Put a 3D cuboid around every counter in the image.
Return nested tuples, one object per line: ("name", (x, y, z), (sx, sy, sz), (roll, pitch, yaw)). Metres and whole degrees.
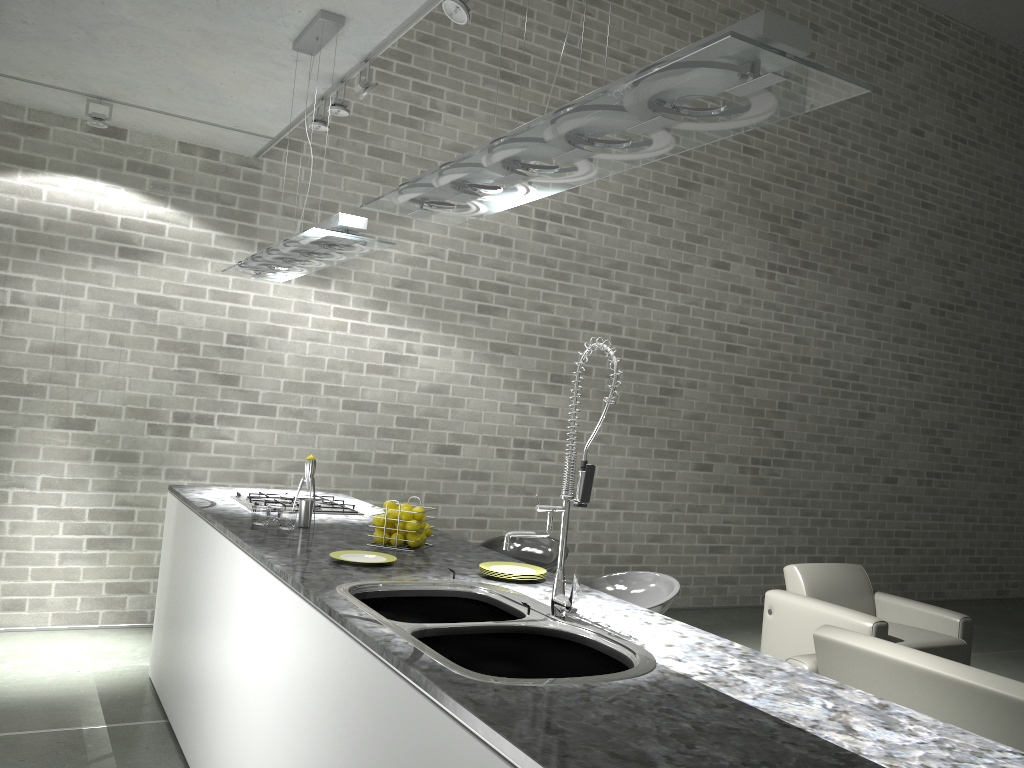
("counter", (-0.336, 1.070, 2.822), (0.900, 0.960, 4.400), (6, -2, -29))

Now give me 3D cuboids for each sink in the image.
("sink", (-0.043, 0.363, 2.214), (0.546, 1.023, 0.987), (6, -2, -29))

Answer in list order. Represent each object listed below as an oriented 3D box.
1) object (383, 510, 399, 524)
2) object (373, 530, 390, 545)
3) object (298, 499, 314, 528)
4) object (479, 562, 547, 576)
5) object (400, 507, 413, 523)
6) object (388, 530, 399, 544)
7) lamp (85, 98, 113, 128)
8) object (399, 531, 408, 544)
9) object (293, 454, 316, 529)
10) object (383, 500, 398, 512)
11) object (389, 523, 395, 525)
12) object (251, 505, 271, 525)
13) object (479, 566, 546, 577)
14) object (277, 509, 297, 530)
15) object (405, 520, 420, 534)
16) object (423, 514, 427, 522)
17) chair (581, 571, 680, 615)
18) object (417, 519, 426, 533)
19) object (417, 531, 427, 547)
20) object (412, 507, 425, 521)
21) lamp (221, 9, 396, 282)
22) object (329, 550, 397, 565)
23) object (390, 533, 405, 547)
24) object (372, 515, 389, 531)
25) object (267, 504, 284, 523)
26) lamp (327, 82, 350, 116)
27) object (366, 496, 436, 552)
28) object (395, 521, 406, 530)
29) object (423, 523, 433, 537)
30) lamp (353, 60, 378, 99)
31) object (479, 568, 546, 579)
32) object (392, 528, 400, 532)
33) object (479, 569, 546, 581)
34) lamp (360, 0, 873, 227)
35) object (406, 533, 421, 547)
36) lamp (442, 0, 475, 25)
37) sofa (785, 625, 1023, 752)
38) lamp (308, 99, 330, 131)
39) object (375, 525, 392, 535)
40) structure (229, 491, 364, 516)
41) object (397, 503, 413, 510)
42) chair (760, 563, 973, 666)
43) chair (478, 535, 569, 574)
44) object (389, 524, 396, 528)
("object", (-0.435, 0.481, 3.217), (0.063, 0.051, 0.053), (5, -2, 6))
("object", (-0.474, 0.557, 3.220), (0.061, 0.053, 0.053), (5, -2, 6))
("object", (-0.818, 0.513, 3.516), (0.060, 0.106, 0.060), (7, -2, -36))
("object", (0.002, 0.597, 2.841), (0.217, 0.017, 0.216), (5, -2, 3))
("object", (-0.382, 0.473, 3.204), (0.052, 0.060, 0.057), (4, -3, 39))
("object", (-0.444, 0.567, 3.299), (0.061, 0.055, 0.050), (5, -2, 6))
("lamp", (-2.237, -1.466, 4.800), (0.109, 0.132, 0.109), (5, -2, 13))
("object", (-0.394, 0.561, 3.266), (0.052, 0.060, 0.057), (7, -2, -33))
("object", (-0.824, 0.421, 3.519), (0.088, 0.288, 0.101), (5, -2, 1))
("object", (-0.455, 0.465, 3.317), (0.059, 0.060, 0.050), (7, -3, -40))
("object", (-0.438, 0.495, 3.283), (0.055, 0.051, 0.061), (3, -3, 45))
("object", (-0.983, 0.514, 3.470), (0.064, 0.070, 0.063), (5, -2, 9))
("object", (0.002, 0.602, 2.840), (0.217, 0.017, 0.216), (5, -2, 3))
("object", (-0.867, 0.523, 3.413), (0.064, 0.070, 0.063), (5, -2, 9))
("object", (-0.358, 0.515, 3.197), (0.053, 0.051, 0.063), (5, -2, 20))
("object", (-0.344, 0.500, 3.313), (0.053, 0.052, 0.061), (6, -2, -26))
("chair", (0.360, 1.189, 3.355), (0.464, 0.931, 0.457), (6, -2, -15))
("object", (-0.349, 0.519, 3.259), (0.062, 0.053, 0.052), (5, -2, 23))
("object", (-0.353, 0.571, 3.275), (0.074, 0.063, 0.064), (6, -2, -19))
("object", (-0.343, 0.474, 3.239), (0.053, 0.051, 0.063), (5, -2, 8))
("lamp", (-0.843, -0.978, 3.633), (0.290, 0.964, 1.490), (6, -2, -29))
("object", (-0.483, 0.567, 2.876), (0.217, 0.017, 0.216), (5, -2, -4))
("object", (-0.415, 0.563, 3.210), (0.053, 0.053, 0.061), (5, -2, 3))
("object", (-0.478, 0.506, 3.228), (0.060, 0.055, 0.053), (5, -2, 4))
("object", (-0.953, 0.520, 3.558), (0.063, 0.070, 0.064), (6, -2, -21))
("lamp", (-0.819, -1.352, 4.213), (0.109, 0.135, 0.109), (5, -2, 19))
("object", (-0.404, 0.509, 3.278), (0.189, 0.174, 0.207), (5, -2, 16))
("object", (-0.400, 0.510, 3.236), (0.051, 0.053, 0.064), (7, -3, -36))
("object", (-0.327, 0.548, 3.327), (0.061, 0.054, 0.052), (4, -2, 28))
("lamp", (-0.644, -1.336, 3.934), (0.098, 0.154, 0.131), (6, -2, -29))
("object", (0.002, 0.606, 2.840), (0.217, 0.017, 0.216), (5, -2, 3))
("object", (-0.453, 0.566, 3.357), (0.062, 0.052, 0.053), (5, -2, 0))
("object", (0.001, 0.611, 2.840), (0.217, 0.017, 0.216), (5, -2, 3))
("lamp", (0.104, -0.949, 1.945), (0.290, 0.964, 1.490), (6, -2, -29))
("object", (-0.358, 0.563, 3.215), (0.052, 0.057, 0.060), (7, -3, -37))
("lamp", (-0.182, -1.325, 3.054), (0.115, 0.151, 0.115), (5, -2, 14))
("sofa", (2.109, 1.459, 3.312), (0.902, 0.717, 2.114), (6, -2, -29))
("lamp", (-0.969, -1.356, 4.481), (0.109, 0.135, 0.109), (5, -2, 19))
("object", (-0.474, 0.539, 3.271), (0.062, 0.053, 0.052), (5, -2, -2))
("structure", (-1.007, 0.552, 4.126), (0.500, 0.038, 0.500), (6, -2, -29))
("object", (-0.393, 0.467, 3.271), (0.063, 0.053, 0.051), (7, -3, -38))
("chair", (2.236, 1.550, 5.544), (0.963, 0.717, 0.910), (6, -2, -29))
("chair", (-0.012, 1.180, 4.086), (0.457, 0.931, 0.464), (4, -3, 42))
("object", (-0.451, 0.515, 3.333), (0.061, 0.054, 0.053), (5, -2, 7))
